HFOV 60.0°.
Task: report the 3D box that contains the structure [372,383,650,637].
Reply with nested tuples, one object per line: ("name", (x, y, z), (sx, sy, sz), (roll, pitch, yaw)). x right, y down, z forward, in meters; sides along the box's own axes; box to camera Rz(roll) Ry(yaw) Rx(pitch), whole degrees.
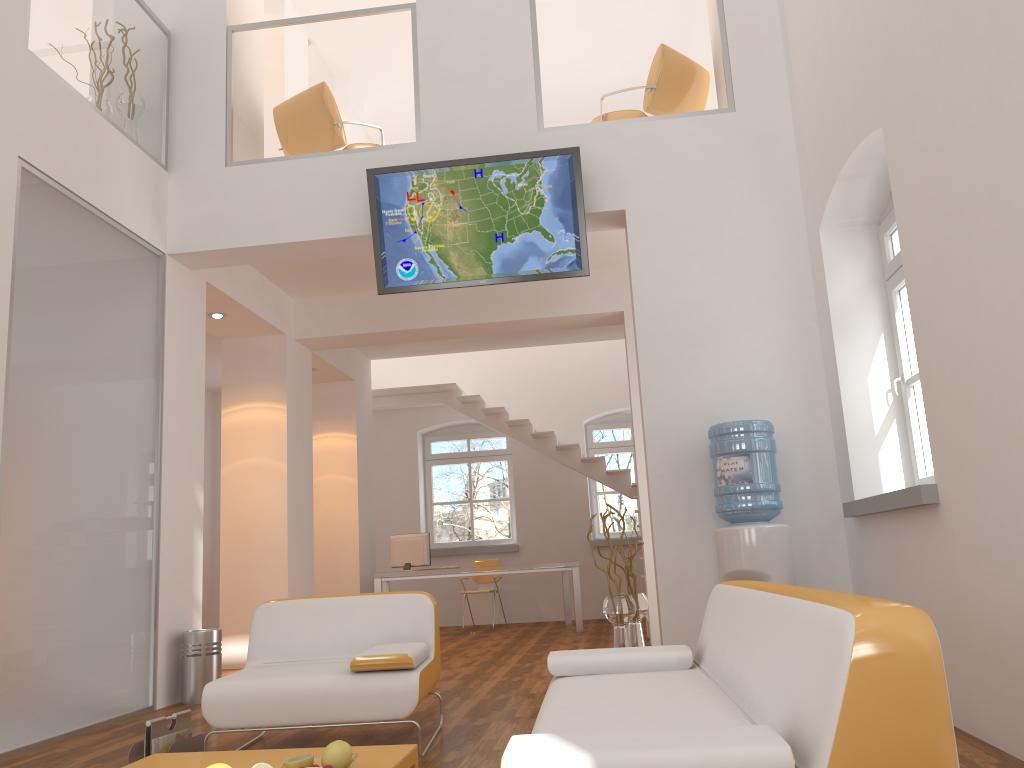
("structure", (0.193, 1.289, 10.178), (4.630, 3.042, 3.450), (-4, -11, 6))

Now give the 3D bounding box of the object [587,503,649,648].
("object", (0.727, 1.310, 5.604), (0.284, 1.112, 0.655), (-9, -13, 27))

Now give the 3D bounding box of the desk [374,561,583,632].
("desk", (-0.391, 2.478, 10.148), (2.239, 0.750, 1.092), (-3, -11, -4))

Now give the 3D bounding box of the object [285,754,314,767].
("object", (-0.666, 1.200, 2.778), (0.091, 0.065, 0.092), (4, -13, -31))

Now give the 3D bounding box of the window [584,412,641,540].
("window", (1.691, 1.241, 12.133), (1.308, 1.737, 0.142), (-4, -11, 6))

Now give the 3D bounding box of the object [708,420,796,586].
("object", (1.375, 0.966, 5.038), (0.436, 1.490, 0.436), (-2, -12, -8))

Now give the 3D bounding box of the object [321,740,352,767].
("object", (-0.554, 1.178, 2.802), (0.102, 0.095, 0.101), (2, -12, -24))

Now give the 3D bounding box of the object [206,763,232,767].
("object", (-0.862, 1.159, 2.596), (0.105, 0.091, 0.103), (-3, -11, 0))

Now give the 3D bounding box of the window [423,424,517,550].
("window", (-0.582, 1.420, 12.375), (1.308, 1.737, 0.142), (-4, -11, 6))

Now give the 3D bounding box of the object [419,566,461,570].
("object", (-0.853, 2.166, 10.444), (0.467, 0.031, 0.200), (-7, -12, 16))

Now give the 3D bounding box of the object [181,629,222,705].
("object", (-2.037, 1.850, 5.826), (0.248, 0.450, 0.248), (6, -15, -39))

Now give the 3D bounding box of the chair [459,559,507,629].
("chair", (-0.373, 2.619, 11.093), (0.495, 0.829, 0.464), (-8, -12, 21))

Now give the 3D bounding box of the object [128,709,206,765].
("object", (-1.460, 1.522, 3.775), (0.189, 0.217, 0.281), (-6, -12, 15))

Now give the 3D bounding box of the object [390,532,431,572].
("object", (-1.195, 1.918, 10.103), (0.516, 0.418, 0.245), (-11, -14, 35))

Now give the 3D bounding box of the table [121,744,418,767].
("table", (-0.891, 1.315, 2.747), (1.000, 0.150, 1.000), (-4, -11, 6))

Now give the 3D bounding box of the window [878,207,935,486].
("window", (2.146, -0.273, 4.466), (0.142, 1.627, 1.302), (-4, -11, 6))

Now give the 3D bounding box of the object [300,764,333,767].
("object", (-0.588, 1.186, 2.712), (0.134, 0.037, 0.061), (-6, -12, 13))

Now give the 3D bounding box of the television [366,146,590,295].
("television", (-0.223, -1.046, 5.738), (1.388, 0.803, 0.266), (-4, -11, 6))

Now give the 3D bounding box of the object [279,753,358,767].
("object", (-0.599, 1.195, 2.738), (0.227, 0.048, 0.227), (-2, -11, -4))

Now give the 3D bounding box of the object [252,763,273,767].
("object", (-0.733, 1.151, 2.583), (0.080, 0.087, 0.094), (-11, -14, 33))

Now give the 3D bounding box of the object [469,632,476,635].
("object", (-0.455, 2.855, 10.144), (0.054, 0.035, 0.115), (-7, -12, 16))

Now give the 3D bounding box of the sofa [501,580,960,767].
("sofa", (0.464, 0.934, 2.528), (0.825, 0.661, 2.010), (-4, -11, 4))

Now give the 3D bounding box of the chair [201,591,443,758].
("chair", (-0.830, 1.321, 4.090), (0.923, 0.661, 0.825), (-4, -11, 1))
